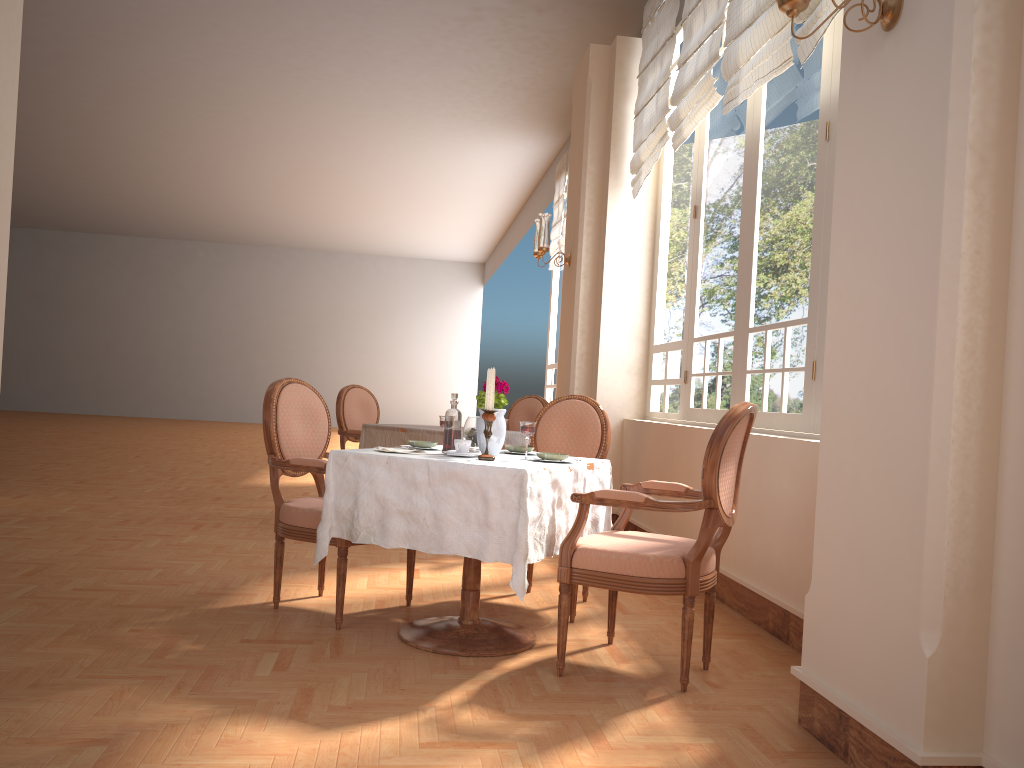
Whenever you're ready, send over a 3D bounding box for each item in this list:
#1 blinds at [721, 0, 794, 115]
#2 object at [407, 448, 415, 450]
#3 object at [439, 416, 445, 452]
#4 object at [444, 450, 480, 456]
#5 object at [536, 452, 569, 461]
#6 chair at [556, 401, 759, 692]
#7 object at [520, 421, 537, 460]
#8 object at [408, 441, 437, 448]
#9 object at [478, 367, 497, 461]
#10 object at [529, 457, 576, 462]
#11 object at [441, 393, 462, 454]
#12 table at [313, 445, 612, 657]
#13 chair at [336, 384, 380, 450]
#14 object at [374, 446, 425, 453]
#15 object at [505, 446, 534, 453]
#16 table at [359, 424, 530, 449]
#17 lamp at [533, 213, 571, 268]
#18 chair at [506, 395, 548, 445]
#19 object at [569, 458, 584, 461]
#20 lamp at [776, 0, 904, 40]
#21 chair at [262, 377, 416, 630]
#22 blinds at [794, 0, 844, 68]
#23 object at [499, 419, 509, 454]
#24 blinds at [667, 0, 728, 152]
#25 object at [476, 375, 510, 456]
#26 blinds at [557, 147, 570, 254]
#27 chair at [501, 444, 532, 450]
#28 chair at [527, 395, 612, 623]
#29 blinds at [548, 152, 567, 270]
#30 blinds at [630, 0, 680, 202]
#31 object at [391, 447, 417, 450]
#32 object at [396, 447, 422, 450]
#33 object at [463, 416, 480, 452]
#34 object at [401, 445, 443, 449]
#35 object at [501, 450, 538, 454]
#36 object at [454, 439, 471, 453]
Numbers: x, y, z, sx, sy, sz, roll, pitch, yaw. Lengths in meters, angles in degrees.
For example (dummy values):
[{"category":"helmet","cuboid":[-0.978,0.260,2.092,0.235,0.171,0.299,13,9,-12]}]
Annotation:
[{"category":"blinds","cuboid":[1.134,-1.971,4.041,0.054,1.301,0.774,3,0,-7]},{"category":"object","cuboid":[-0.415,0.243,3.350,0.125,0.006,0.027,3,-1,26]},{"category":"object","cuboid":[-0.249,0.189,3.355,0.062,0.135,0.062,3,0,24]},{"category":"object","cuboid":[-0.179,0.249,3.180,0.119,0.016,0.119,3,-1,12]},{"category":"object","cuboid":[0.145,0.262,3.185,0.117,0.024,0.117,3,-1,34]},{"category":"chair","cuboid":[0.503,0.510,3.006,0.593,0.931,0.521,3,0,26]},{"category":"object","cuboid":[0.054,0.203,3.157,0.062,0.135,0.062,3,0,24]},{"category":"object","cuboid":[-0.351,0.239,3.480,0.117,0.024,0.117,3,-1,3]},{"category":"object","cuboid":[-0.080,0.102,3.074,0.059,0.325,0.177,3,0,-9]},{"category":"object","cuboid":[0.145,0.273,3.186,0.171,0.005,0.171,2,-1,43]},{"category":"object","cuboid":[-0.217,0.145,3.271,0.074,0.222,0.074,3,0,-28]},{"category":"table","cuboid":[-0.150,0.602,3.304,0.829,0.680,0.837,3,-1,26]},{"category":"chair","cuboid":[-0.959,0.477,6.239,0.593,0.931,0.521,3,0,37]},{"category":"object","cuboid":[-0.431,0.236,3.186,0.234,0.012,0.095,3,-1,31]},{"category":"object","cuboid":[0.029,0.261,3.527,0.117,0.024,0.117,4,-1,-28]},{"category":"table","cuboid":[-0.447,0.626,5.808,0.829,0.677,0.831,3,-1,38]},{"category":"lamp","cuboid":[0.302,-1.056,6.595,0.274,0.362,0.320,3,-1,-7]},{"category":"chair","cuboid":[-0.023,0.533,6.367,0.521,0.931,0.593,3,-1,37]},{"category":"object","cuboid":[0.214,0.279,3.312,0.125,0.006,0.027,3,-1,29]},{"category":"lamp","cuboid":[0.853,-1.093,2.269,0.274,0.362,0.320,3,-1,-7]},{"category":"chair","cuboid":[-0.729,0.449,3.625,0.593,0.931,0.521,3,0,26]},{"category":"blinds","cuboid":[1.236,-1.941,3.222,0.072,1.376,0.766,3,0,-7]},{"category":"object","cuboid":[-0.047,0.201,3.398,0.062,0.135,0.062,3,0,24]},{"category":"blinds","cuboid":[1.024,-1.997,4.871,0.085,1.235,0.787,3,0,-7]},{"category":"object","cuboid":[-0.076,0.112,3.262,0.124,0.302,0.143,3,0,-9]},{"category":"blinds","cuboid":[0.601,-1.951,9.248,0.085,1.235,0.699,3,0,-7]},{"category":"chair","cuboid":[0.128,0.526,5.390,0.593,0.931,0.521,3,0,37]},{"category":"chair","cuboid":[0.163,0.505,3.934,0.521,0.931,0.593,3,0,26]},{"category":"blinds","cuboid":[0.513,-1.915,10.032,0.038,1.292,0.689,3,0,-7]},{"category":"blinds","cuboid":[0.914,-1.920,5.691,0.072,1.376,0.843,3,0,-7]},{"category":"object","cuboid":[-0.405,0.246,3.374,0.125,0.002,0.016,3,-1,27]},{"category":"object","cuboid":[-0.393,0.246,3.391,0.127,0.004,0.013,3,-1,27]},{"category":"object","cuboid":[-0.140,0.193,3.372,0.093,0.138,0.093,3,0,21]},{"category":"object","cuboid":[-0.352,0.249,3.480,0.171,0.005,0.171,3,-1,30]},{"category":"object","cuboid":[0.028,0.272,3.527,0.171,0.005,0.171,3,-1,23]},{"category":"object","cuboid":[-0.184,0.225,3.175,0.078,0.049,0.062,4,-1,-35]}]
